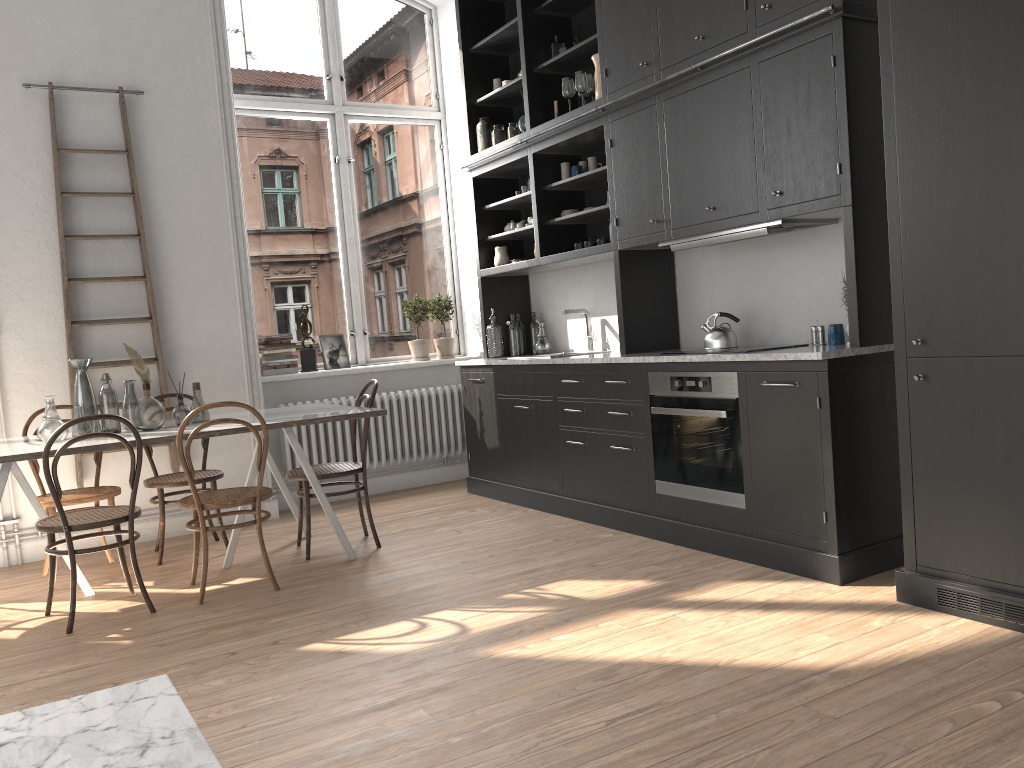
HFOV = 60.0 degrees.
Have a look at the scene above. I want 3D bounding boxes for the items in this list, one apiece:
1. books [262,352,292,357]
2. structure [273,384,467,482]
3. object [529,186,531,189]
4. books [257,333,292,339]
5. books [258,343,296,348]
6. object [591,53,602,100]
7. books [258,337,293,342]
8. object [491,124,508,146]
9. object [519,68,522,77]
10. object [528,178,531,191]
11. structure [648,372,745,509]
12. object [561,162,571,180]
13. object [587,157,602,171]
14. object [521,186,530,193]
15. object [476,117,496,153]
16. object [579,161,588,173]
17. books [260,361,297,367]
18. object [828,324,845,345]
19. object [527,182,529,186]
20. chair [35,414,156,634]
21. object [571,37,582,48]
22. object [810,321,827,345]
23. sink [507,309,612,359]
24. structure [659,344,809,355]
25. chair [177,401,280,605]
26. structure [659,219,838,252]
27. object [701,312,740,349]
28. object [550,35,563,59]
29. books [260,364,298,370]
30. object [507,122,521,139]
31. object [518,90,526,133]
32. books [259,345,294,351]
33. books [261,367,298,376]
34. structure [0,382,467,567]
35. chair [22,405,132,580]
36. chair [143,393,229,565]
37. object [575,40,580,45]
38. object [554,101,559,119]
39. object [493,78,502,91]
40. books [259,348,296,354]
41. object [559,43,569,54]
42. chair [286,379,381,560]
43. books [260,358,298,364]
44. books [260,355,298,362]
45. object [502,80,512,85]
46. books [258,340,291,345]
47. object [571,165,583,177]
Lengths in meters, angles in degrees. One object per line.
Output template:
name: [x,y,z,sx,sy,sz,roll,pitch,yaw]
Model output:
books: [-1.670,-0.209,6.306,0.205,0.022,0.155,-6,4,-16]
structure: [-0.980,0.339,6.544,1.576,0.552,0.194,-7,4,-30]
object: [0.153,-1.283,5.849,0.071,0.047,0.071,-4,4,7]
books: [-1.691,-0.338,6.303,0.200,0.024,0.159,-7,5,-40]
books: [-1.680,-0.274,6.300,0.243,0.019,0.174,-7,4,-30]
object: [0.506,-1.731,5.033,0.094,0.267,0.116,-4,4,11]
books: [-1.679,-0.317,6.300,0.205,0.020,0.155,-7,4,-30]
object: [-0.083,-1.692,6.084,0.114,0.155,0.114,-6,4,-27]
object: [0.106,-2.104,5.854,0.132,0.219,0.132,-2,5,34]
object: [0.141,-1.317,5.917,0.060,0.107,0.060,-5,4,-3]
structure: [1.109,0.226,4.400,0.618,0.623,0.622,-7,4,-30]
object: [0.347,-1.329,5.621,0.059,0.135,0.081,-3,4,27]
object: [0.511,-1.335,5.494,0.082,0.135,0.059,-1,5,42]
object: [0.094,-1.297,5.974,0.064,0.069,0.064,-3,4,17]
object: [-0.175,-1.732,6.194,0.118,0.238,0.118,-1,5,45]
object: [0.446,-1.337,5.617,0.082,0.135,0.059,-5,4,-2]
books: [-1.671,-0.143,6.294,0.249,0.023,0.175,-7,4,-30]
object: [1.479,-0.226,4.061,0.140,0.094,0.082,-8,5,-40]
object: [0.135,-1.325,6.058,0.060,0.107,0.060,-3,4,27]
chair: [-1.889,0.588,3.982,0.437,0.921,0.549,-7,5,-35]
object: [0.412,-2.089,5.575,0.065,0.177,0.084,-5,4,-8]
object: [1.439,-0.240,4.169,0.040,0.116,0.080,-6,4,-25]
sink: [0.317,-0.222,5.725,0.514,0.505,0.526,-7,4,-30]
structure: [1.083,-0.168,4.377,0.427,0.011,0.592,-7,4,-30]
chair: [-1.369,0.531,4.246,0.437,0.921,0.549,-6,4,-19]
structure: [1.145,-0.762,4.408,0.379,0.123,0.843,-7,4,-30]
object: [1.071,-0.277,4.566,0.171,0.186,0.171,-6,4,-19]
object: [0.285,-2.090,5.571,0.084,0.199,0.065,-5,4,-8]
books: [-1.669,-0.120,6.295,0.249,0.023,0.175,-7,4,-35]
object: [0.016,-1.693,6.024,0.096,0.150,0.096,-8,5,-42]
object: [0.097,-1.785,5.704,0.134,0.358,0.134,-4,4,15]
books: [-1.674,-0.254,6.303,0.205,0.022,0.155,-7,4,-35]
books: [-1.669,-0.087,6.297,0.248,0.043,0.192,-7,4,-30]
structure: [-2.662,-1.223,5.430,5.179,4.476,0.340,-7,4,-30]
chair: [-2.362,0.577,4.794,0.437,0.921,0.549,-7,4,-32]
chair: [-1.911,0.520,5.151,0.437,0.921,0.549,-6,4,-23]
object: [0.412,-2.055,5.470,0.044,0.121,0.058,-5,4,-3]
object: [0.279,-1.691,5.537,0.123,0.161,0.123,-6,4,-22]
object: [-0.099,-2.068,6.234,0.059,0.135,0.082,-5,4,-3]
books: [-1.672,-0.233,6.311,0.222,0.024,0.158,-7,4,-30]
object: [0.324,-2.050,5.492,0.053,0.125,0.041,-3,4,27]
chair: [-0.985,0.457,4.963,0.549,0.921,0.437,-6,4,-18]
books: [-1.671,-0.163,6.310,0.255,0.014,0.192,-6,4,-27]
books: [-1.675,-0.184,6.310,0.245,0.028,0.193,-7,4,-35]
object: [-0.022,-2.049,6.155,0.096,0.095,0.096,-4,4,4]
books: [-1.689,-0.294,6.294,0.231,0.023,0.162,-5,4,-15]
object: [0.404,-1.307,5.520,0.082,0.094,0.140,-3,4,25]
